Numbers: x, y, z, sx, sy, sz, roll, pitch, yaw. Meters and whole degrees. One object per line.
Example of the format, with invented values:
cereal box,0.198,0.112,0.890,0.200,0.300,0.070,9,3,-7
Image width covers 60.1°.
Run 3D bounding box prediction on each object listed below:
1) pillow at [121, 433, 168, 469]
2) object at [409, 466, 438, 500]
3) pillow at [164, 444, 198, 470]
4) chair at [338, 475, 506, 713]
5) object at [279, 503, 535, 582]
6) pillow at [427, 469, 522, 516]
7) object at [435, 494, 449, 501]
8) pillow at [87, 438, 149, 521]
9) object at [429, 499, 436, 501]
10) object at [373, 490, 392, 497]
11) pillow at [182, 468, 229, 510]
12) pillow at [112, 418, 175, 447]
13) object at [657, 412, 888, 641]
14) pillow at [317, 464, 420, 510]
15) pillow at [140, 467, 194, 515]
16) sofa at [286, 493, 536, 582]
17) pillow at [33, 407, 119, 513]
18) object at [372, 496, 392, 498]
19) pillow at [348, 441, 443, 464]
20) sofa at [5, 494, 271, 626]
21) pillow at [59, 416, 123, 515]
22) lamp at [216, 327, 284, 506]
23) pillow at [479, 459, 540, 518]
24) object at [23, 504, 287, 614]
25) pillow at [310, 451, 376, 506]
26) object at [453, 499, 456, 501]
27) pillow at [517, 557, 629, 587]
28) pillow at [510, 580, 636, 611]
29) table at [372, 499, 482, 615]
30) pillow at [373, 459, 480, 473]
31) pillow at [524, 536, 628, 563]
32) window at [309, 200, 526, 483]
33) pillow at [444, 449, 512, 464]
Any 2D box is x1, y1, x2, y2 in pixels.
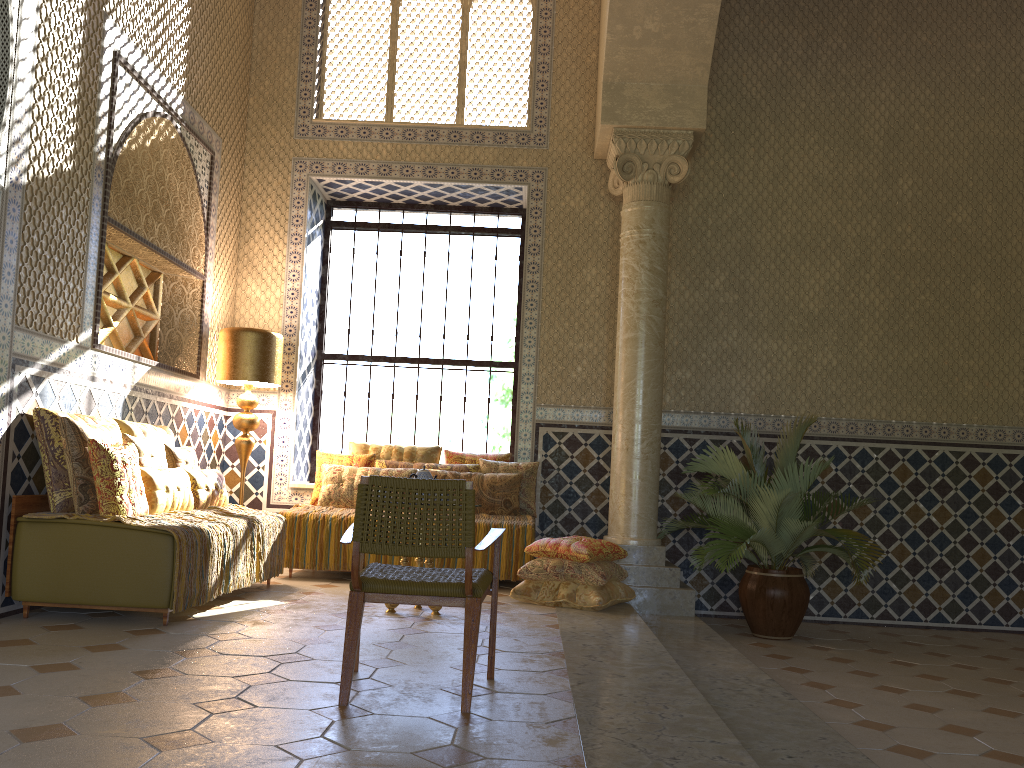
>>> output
pillow,-3.253,0.802,7.887,0.340,0.691,0.744,3,-5,2
object,-0.803,0.900,7.987,0.273,0.322,0.199,4,-4,-9
pillow,-3.237,0.919,8.687,0.313,0.635,0.684,3,-5,2
chair,-0.536,1.141,5.094,0.950,1.205,0.910,3,-4,1
object,-1.190,1.820,10.374,2.885,0.716,1.320,3,-5,2
pillow,-0.482,1.303,10.475,1.191,0.545,0.330,3,-4,1
object,-0.609,0.982,7.655,0.183,0.100,0.184,3,-5,-2
pillow,-3.091,0.775,6.994,0.345,0.649,0.687,3,-5,1
object,-0.612,1.020,7.653,0.256,0.032,0.257,3,-6,-2
object,-1.169,0.986,7.951,0.184,0.100,0.183,5,-6,-17
pillow,-3.034,1.059,8.723,0.271,0.449,0.987,3,-6,2
pillow,-3.511,0.786,8.573,0.422,0.829,1.197,3,-5,2
object,3.024,1.546,9.771,2.643,2.494,2.171,4,-4,-12
pillow,-1.706,1.245,10.506,1.191,0.545,0.330,3,-4,1
pillow,-3.055,0.958,7.787,0.271,0.449,0.987,3,-6,2
sofa,-1.150,1.837,10.435,2.849,0.934,1.279,3,-5,1
pillow,-3.538,0.657,7.379,0.422,0.829,1.197,3,-5,2
object,-1.171,1.024,7.950,0.256,0.032,0.256,5,-6,-20
pillow,-1.488,1.143,10.966,1.192,0.830,0.424,3,-4,1
sofa,-3.070,1.475,7.946,1.273,0.934,2.862,3,-6,2
pillow,-3.344,0.684,7.148,0.383,0.778,0.837,3,-5,2
lamp,-3.153,0.778,10.435,0.738,2.805,0.737,5,-4,-29
pillow,-0.053,1.263,10.708,0.741,0.691,0.342,3,-4,2
object,-3.008,1.468,7.933,1.314,0.715,2.898,3,-6,2
pillow,-2.057,1.169,10.757,0.741,0.691,0.342,3,-4,2
object,-0.646,1.086,8.289,0.256,0.032,0.256,5,-6,-20
pillow,0.634,1.919,9.056,0.931,0.346,0.884,1,-6,22
pillow,0.643,2.122,9.054,0.990,0.367,1.047,0,-6,26
table,-0.840,1.542,7.913,1.100,0.977,1.105,0,-5,31
pillow,-1.052,1.244,10.711,1.341,0.613,0.371,3,-4,1
pillow,0.660,1.712,9.057,0.804,0.309,0.751,-1,-7,35
window,-4.104,-0.677,11.987,8.484,3.979,0.576,3,-3,-2
pillow,-0.454,1.227,10.997,0.855,0.798,0.394,3,-4,2
